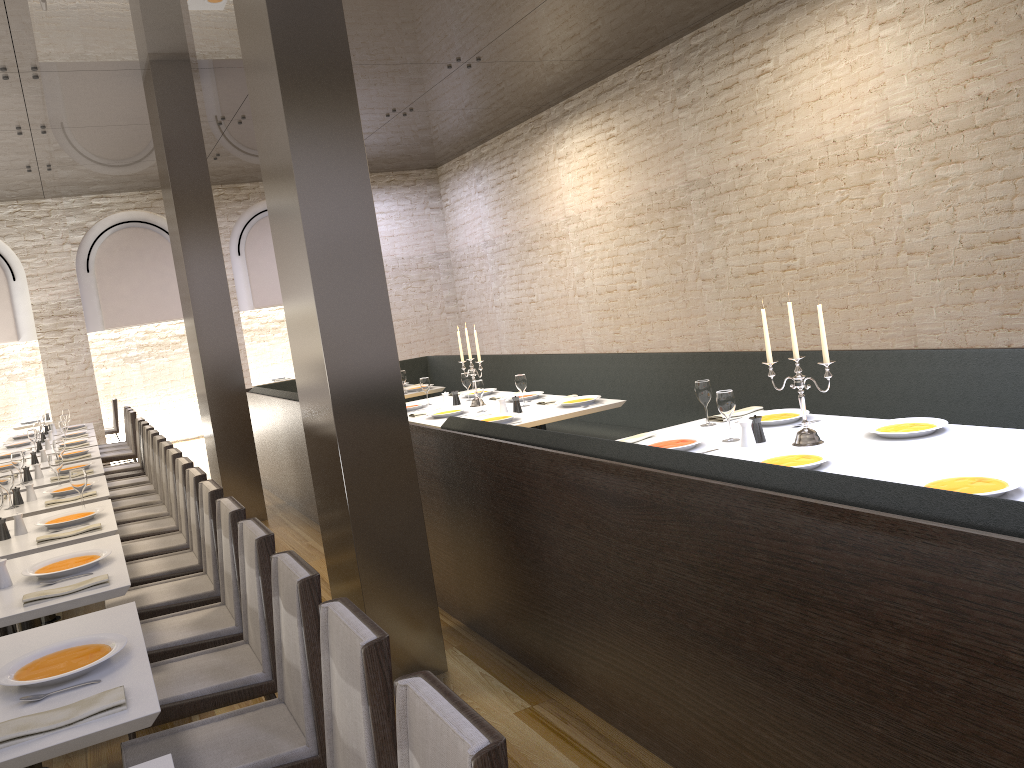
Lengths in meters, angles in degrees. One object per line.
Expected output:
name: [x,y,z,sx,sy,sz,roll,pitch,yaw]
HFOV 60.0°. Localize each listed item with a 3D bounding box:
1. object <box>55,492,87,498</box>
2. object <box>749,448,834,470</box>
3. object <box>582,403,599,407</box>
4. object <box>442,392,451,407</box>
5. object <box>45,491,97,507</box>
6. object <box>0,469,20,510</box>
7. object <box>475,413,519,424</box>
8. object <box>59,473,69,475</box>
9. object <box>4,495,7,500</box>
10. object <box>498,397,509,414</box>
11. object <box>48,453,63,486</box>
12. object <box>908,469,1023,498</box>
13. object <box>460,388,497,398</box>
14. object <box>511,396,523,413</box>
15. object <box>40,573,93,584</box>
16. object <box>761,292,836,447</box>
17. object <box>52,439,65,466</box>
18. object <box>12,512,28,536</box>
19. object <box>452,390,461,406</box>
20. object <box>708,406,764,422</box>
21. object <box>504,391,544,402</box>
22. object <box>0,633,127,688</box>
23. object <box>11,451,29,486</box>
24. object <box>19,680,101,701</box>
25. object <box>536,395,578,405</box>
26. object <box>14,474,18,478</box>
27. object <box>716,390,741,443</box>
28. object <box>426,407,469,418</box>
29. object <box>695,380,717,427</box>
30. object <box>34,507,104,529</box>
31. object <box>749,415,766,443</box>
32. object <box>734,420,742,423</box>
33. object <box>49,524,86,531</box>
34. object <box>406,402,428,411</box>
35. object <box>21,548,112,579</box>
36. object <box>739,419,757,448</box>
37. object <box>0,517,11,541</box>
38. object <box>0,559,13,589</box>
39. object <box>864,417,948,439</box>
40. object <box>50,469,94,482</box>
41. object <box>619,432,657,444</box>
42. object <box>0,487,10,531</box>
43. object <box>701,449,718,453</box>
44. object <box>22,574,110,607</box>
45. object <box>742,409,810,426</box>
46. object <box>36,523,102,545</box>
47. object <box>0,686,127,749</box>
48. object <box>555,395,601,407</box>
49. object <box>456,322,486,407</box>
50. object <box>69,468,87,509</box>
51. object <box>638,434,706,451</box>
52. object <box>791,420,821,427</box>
object: [-2.679,0.672,5.381,0.182,0.015,0.038,-11,6,-24]
object: [1.066,0.301,3.389,0.321,0.036,0.323,-4,7,40]
object: [0.536,0.136,5.888,0.182,0.015,0.038,-11,6,-24]
object: [-0.525,0.125,7.079,0.069,0.126,0.069,-11,5,-32]
object: [-2.598,0.675,5.224,0.273,0.033,0.142,-11,6,-26]
object: [-2.985,0.624,5.250,0.086,0.230,0.087,-7,4,22]
object: [-0.109,0.236,5.787,0.322,0.036,0.321,-12,6,-28]
object: [-3.190,0.644,6.424,0.182,0.015,0.038,-11,6,-24]
object: [-3.367,0.750,5.629,0.273,0.033,0.142,-11,6,-26]
object: [-0.062,0.155,6.095,0.069,0.126,0.069,-9,4,-3]
object: [-2.959,0.567,5.769,0.087,0.230,0.086,-10,4,-20]
object: [1.393,0.319,2.723,0.321,0.036,0.323,-4,7,40]
object: [-0.285,0.082,7.569,0.323,0.036,0.321,-12,7,-30]
object: [0.032,0.141,6.086,0.068,0.126,0.069,-8,4,6]
object: [-1.668,0.728,3.319,0.182,0.015,0.038,-11,6,-24]
object: [1.203,-0.072,3.730,0.132,0.655,0.390,-10,4,-15]
object: [-3.459,0.540,6.788,0.086,0.230,0.086,-8,4,16]
object: [-2.439,0.689,4.384,0.059,0.109,0.059,-10,4,-17]
object: [-0.451,0.111,7.112,0.069,0.126,0.069,-11,5,-32]
object: [1.171,0.157,4.659,0.273,0.033,0.142,-11,6,-26]
object: [0.089,0.103,6.805,0.321,0.036,0.322,-9,6,-6]
object: [-1.195,0.746,2.362,0.321,0.036,0.323,-3,8,42]
object: [-3.485,0.596,6.270,0.086,0.230,0.086,-8,4,16]
object: [-1.118,0.759,2.195,0.182,0.015,0.038,-11,6,-24]
object: [0.326,0.117,6.385,0.273,0.033,0.142,-11,6,-26]
object: [-3.878,0.722,6.672,0.273,0.033,0.142,-11,6,-26]
object: [0.985,0.146,4.048,0.086,0.230,0.086,-9,4,-14]
object: [-0.473,0.216,6.529,0.321,0.036,0.322,-9,6,-6]
object: [0.986,0.098,4.523,0.086,0.230,0.086,-9,4,-14]
object: [-2.244,0.688,4.502,0.321,0.036,0.323,-8,6,9]
object: [1.087,0.200,3.934,0.069,0.126,0.069,-11,5,-32]
object: [1.208,0.175,4.519,0.186,0.010,0.017,-11,6,-26]
object: [-2.167,0.701,4.336,0.182,0.015,0.038,-11,6,-24]
object: [-0.848,0.195,7.293,0.323,0.036,0.321,-12,7,-30]
object: [-1.746,0.715,3.485,0.321,0.036,0.323,-3,8,42]
object: [1.029,0.214,3.878,0.069,0.126,0.069,-11,5,-32]
object: [-2.481,0.703,4.313,0.059,0.109,0.059,-10,4,-17]
object: [-1.940,0.717,3.367,0.059,0.109,0.059,-11,5,-34]
object: [1.629,0.188,3.665,0.321,0.036,0.323,-4,7,40]
object: [-3.110,0.647,6.267,0.273,0.033,0.142,-11,6,-26]
object: [0.562,0.279,4.359,0.273,0.033,0.142,-11,6,-26]
object: [-2.616,0.644,4.497,0.086,0.230,0.086,-8,4,16]
object: [0.827,0.299,3.863,0.186,0.010,0.017,-11,6,-26]
object: [-1.588,0.731,3.162,0.273,0.033,0.142,-11,6,-26]
object: [1.294,0.169,4.347,0.321,0.036,0.322,-9,6,-6]
object: [-2.086,0.704,4.179,0.273,0.033,0.142,-11,6,-26]
object: [-1.037,0.761,2.039,0.273,0.033,0.142,-11,6,-26]
object: [0.453,0.123,6.062,0.321,0.036,0.323,-4,7,40]
object: [-0.313,-0.155,6.823,0.132,0.655,0.390,-10,4,-15]
object: [-2.318,0.572,4.760,0.086,0.230,0.086,-8,4,16]
object: [0.731,0.282,4.072,0.321,0.036,0.322,-9,6,-6]
object: [1.382,0.183,4.162,0.182,0.015,0.038,-11,6,-24]
